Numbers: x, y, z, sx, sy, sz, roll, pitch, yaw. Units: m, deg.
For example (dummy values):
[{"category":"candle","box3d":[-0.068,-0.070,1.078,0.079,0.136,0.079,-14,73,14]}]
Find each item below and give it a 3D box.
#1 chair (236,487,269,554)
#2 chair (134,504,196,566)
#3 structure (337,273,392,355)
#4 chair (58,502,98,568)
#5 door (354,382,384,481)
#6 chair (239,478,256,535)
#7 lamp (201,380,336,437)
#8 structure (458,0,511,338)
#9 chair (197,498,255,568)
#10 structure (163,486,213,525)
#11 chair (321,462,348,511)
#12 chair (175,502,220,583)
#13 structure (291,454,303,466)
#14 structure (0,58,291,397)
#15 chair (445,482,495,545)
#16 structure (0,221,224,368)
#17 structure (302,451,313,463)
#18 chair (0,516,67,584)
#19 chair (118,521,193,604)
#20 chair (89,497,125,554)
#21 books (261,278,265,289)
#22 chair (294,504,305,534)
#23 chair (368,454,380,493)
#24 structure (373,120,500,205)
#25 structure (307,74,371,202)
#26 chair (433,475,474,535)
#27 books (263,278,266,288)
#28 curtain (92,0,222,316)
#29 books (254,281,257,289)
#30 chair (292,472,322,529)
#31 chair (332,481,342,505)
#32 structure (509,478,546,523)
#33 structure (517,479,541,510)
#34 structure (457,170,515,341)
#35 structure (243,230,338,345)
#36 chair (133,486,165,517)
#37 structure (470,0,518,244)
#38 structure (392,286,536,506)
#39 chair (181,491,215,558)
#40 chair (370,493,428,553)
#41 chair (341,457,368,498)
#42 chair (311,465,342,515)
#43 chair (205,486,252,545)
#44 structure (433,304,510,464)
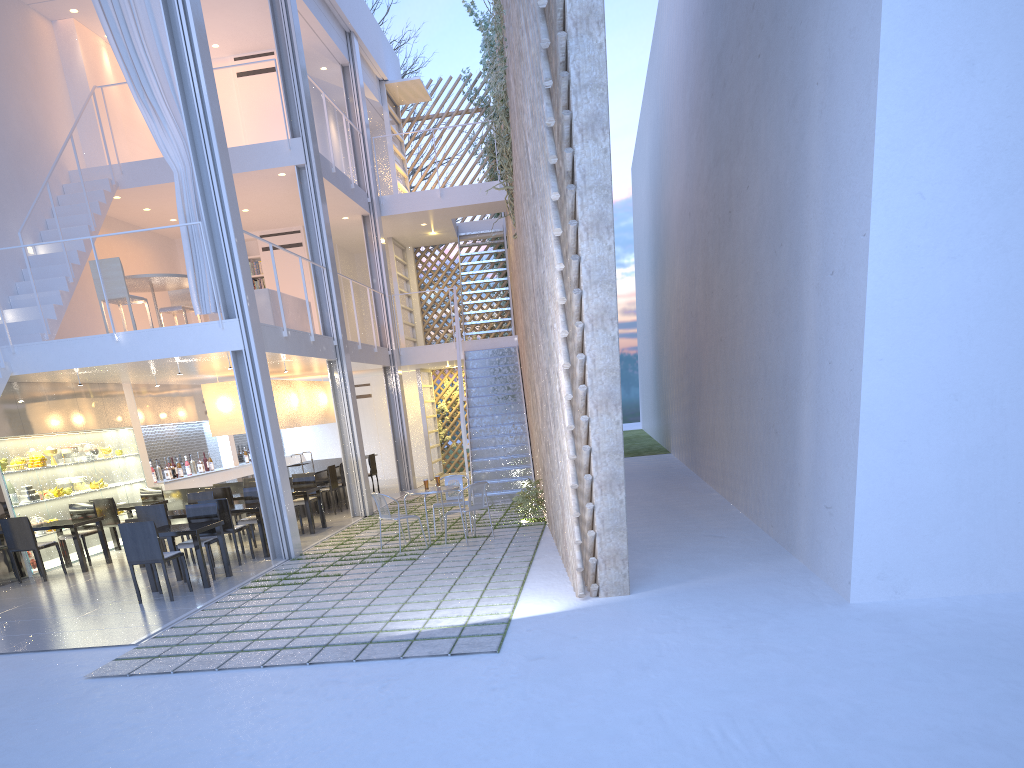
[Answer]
[{"category":"chair","box3d":[-1.756,0.932,5.642,0.193,0.474,0.215,-3,15,6]},{"category":"chair","box3d":[-2.207,0.971,5.255,0.193,0.474,0.215,-3,15,6]},{"category":"structure","box3d":[-1.316,-0.591,7.300,0.028,0.591,1.587,-3,2,6]},{"category":"chair","box3d":[-3.054,1.067,5.814,0.193,0.474,0.215,-3,15,6]},{"category":"door","box3d":[-2.739,0.661,7.972,0.480,1.264,5.146,1,2,19]},{"category":"chair","box3d":[-2.070,0.980,6.607,0.193,0.474,0.215,-3,15,6]},{"category":"lamp","box3d":[-2.249,0.212,7.961,0.449,0.451,2.153,-4,0,6]},{"category":"structure","box3d":[-0.059,-1.694,10.315,1.121,4.885,3.013,-4,13,4]},{"category":"chair","box3d":[-1.800,0.929,5.206,0.193,0.474,0.215,-3,15,6]},{"category":"structure","box3d":[-2.816,1.092,7.142,0.558,0.401,0.011,-5,18,7]},{"category":"chair","box3d":[-1.652,0.956,7.657,0.241,0.474,0.171,-4,16,4]},{"category":"chair","box3d":[-1.815,0.923,4.788,0.193,0.474,0.215,-3,15,6]},{"category":"structure","box3d":[-2.225,0.786,8.497,0.113,0.134,0.031,-4,17,6]},{"category":"structure","box3d":[-2.545,-0.503,4.787,1.737,3.572,3.367,-4,9,6]},{"category":"chair","box3d":[-0.260,0.797,5.117,0.246,0.411,0.241,-18,18,-42]},{"category":"structure","box3d":[-2.379,0.089,4.284,1.371,1.935,1.317,-4,12,6]},{"category":"structure","box3d":[-2.194,0.788,8.811,0.113,0.134,0.031,-4,17,6]},{"category":"chair","box3d":[-3.101,1.063,5.346,0.193,0.474,0.215,-3,15,6]},{"category":"chair","box3d":[-1.862,0.920,4.320,0.193,0.474,0.215,-3,15,6]},{"category":"chair","box3d":[-3.009,1.070,6.261,0.193,0.474,0.215,-3,15,6]},{"category":"books","box3d":[-2.475,-0.978,8.239,0.011,0.157,0.078,-3,14,6]},{"category":"chair","box3d":[-1.708,0.935,6.121,0.193,0.474,0.215,-3,15,6]},{"category":"chair","box3d":[-1.546,0.961,8.599,0.241,0.474,0.171,-3,16,8]},{"category":"structure","box3d":[-0.704,-2.060,7.684,1.144,0.616,0.024,-5,18,7]},{"category":"structure","box3d":[-1.440,-2.003,6.829,0.028,0.591,1.587,-3,2,6]},{"category":"chair","box3d":[-0.401,0.819,5.611,0.264,0.411,0.224,-4,14,6]},{"category":"books","box3d":[-2.460,-0.980,8.238,0.020,0.157,0.076,-3,15,6]},{"category":"curtain","box3d":[-2.020,-1.634,4.457,0.517,2.615,0.087,-4,18,3]},{"category":"books","box3d":[-2.547,-0.960,8.249,0.015,0.134,0.084,-3,13,6]},{"category":"chair","box3d":[-1.664,0.938,6.557,0.193,0.474,0.215,-3,15,6]},{"category":"chair","box3d":[-1.631,0.959,7.973,0.241,0.474,0.172,-5,16,1]},{"category":"structure","box3d":[0.124,0.811,5.728,0.294,0.350,0.293,-7,10,-9]},{"category":"structure","box3d":[0.169,0.852,6.344,0.267,0.282,0.241,-3,10,14]},{"category":"structure","box3d":[-0.319,-1.397,8.908,0.538,2.036,1.146,-5,14,0]},{"category":"structure","box3d":[-1.489,-0.603,5.584,0.028,0.591,1.585,-3,2,6]},{"category":"chair","box3d":[-2.962,1.073,6.729,0.193,0.474,0.215,-3,15,6]},{"category":"structure","box3d":[0.043,-2.188,5.372,0.743,2.938,2.166,-6,11,-3]},{"category":"structure","box3d":[-0.488,0.055,7.561,1.186,2.116,1.806,-5,10,-1]},{"category":"chair","box3d":[-2.163,0.974,5.691,0.193,0.474,0.215,-3,15,6]},{"category":"chair","box3d":[-0.716,0.843,5.095,0.236,0.411,0.252,-16,17,-38]},{"category":"chair","box3d":[-1.581,0.960,8.285,0.241,0.474,0.171,-4,16,3]},{"category":"chair","box3d":[-1.688,0.954,7.343,0.241,0.474,0.171,-3,16,7]},{"category":"chair","box3d":[-2.114,0.977,6.171,0.193,0.474,0.215,-3,15,6]},{"category":"structure","box3d":[-0.512,0.080,10.162,1.148,2.160,0.261,-4,18,6]}]
